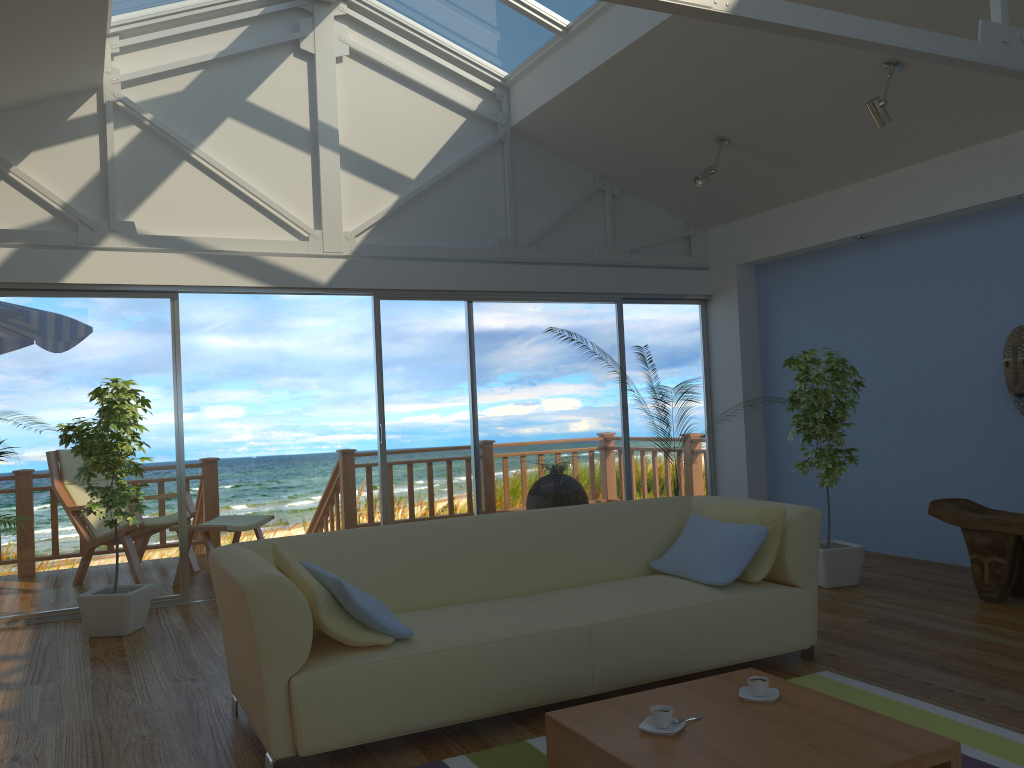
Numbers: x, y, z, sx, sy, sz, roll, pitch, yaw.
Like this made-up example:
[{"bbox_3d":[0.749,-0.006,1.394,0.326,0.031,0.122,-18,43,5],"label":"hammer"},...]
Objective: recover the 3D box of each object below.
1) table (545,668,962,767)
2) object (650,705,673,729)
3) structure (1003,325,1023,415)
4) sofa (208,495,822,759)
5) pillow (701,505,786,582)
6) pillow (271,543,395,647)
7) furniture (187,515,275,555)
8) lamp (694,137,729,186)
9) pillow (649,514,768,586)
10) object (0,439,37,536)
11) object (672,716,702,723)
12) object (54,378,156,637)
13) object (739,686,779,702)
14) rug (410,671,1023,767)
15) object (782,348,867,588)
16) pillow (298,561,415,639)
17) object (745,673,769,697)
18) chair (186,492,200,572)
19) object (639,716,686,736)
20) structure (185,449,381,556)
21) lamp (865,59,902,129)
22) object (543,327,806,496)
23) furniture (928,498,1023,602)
[{"bbox_3d":[0.636,1.058,2.483,0.800,0.198,0.800,-2,-2,-26],"label":"table"},{"bbox_3d":[0.423,0.940,2.505,0.062,0.049,0.078,-3,-2,10],"label":"object"},{"bbox_3d":[2.966,-0.074,5.170,0.115,0.541,0.254,-2,-2,-26],"label":"structure"},{"bbox_3d":[0.082,0.870,3.653,2.448,0.597,0.950,-2,-2,-26],"label":"sofa"},{"bbox_3d":[0.957,0.682,3.928,0.201,0.311,0.559,-2,-2,-26],"label":"pillow"},{"bbox_3d":[-0.650,0.736,3.148,0.275,0.312,0.571,-2,-2,-29],"label":"pillow"},{"bbox_3d":[-2.060,1.187,6.356,0.449,0.427,0.619,-3,-2,19],"label":"furniture"},{"bbox_3d":[1.345,-1.498,5.998,0.254,0.327,0.118,-2,-2,-9],"label":"lamp"},{"bbox_3d":[0.841,0.723,3.882,0.272,0.244,0.566,-2,-2,-24],"label":"pillow"},{"bbox_3d":[-3.043,0.840,4.127,1.413,1.093,1.488,-1,-2,-44],"label":"object"},{"bbox_3d":[0.501,0.956,2.535,0.119,0.021,0.025,-2,-2,-35],"label":"object"},{"bbox_3d":[-2.172,0.662,4.902,0.699,1.409,0.495,-4,-2,37],"label":"object"},{"bbox_3d":[0.758,0.954,2.721,0.118,0.016,0.118,-3,-2,19],"label":"object"},{"bbox_3d":[0.633,1.167,2.493,2.100,0.018,1.400,-2,-2,-26],"label":"rug"},{"bbox_3d":[1.874,0.482,5.247,0.495,1.409,0.699,-3,-2,17],"label":"object"},{"bbox_3d":[-0.566,0.771,3.197,0.272,0.244,0.566,-2,-2,-29],"label":"pillow"},{"bbox_3d":[0.761,0.917,2.729,0.062,0.077,0.086,-4,-2,34],"label":"object"},{"bbox_3d":[-2.922,0.959,6.655,0.859,0.982,0.632,-3,-2,19],"label":"chair"},{"bbox_3d":[0.423,0.964,2.496,0.118,0.016,0.118,-4,-2,30],"label":"object"},{"bbox_3d":[-2.075,1.505,7.971,6.950,2.064,4.086,-2,-2,-26],"label":"structure"},{"bbox_3d":[1.987,-1.550,4.750,0.195,0.351,0.127,-2,-2,-8],"label":"lamp"},{"bbox_3d":[1.238,0.395,6.238,1.706,1.695,1.563,-2,-2,-35],"label":"object"},{"bbox_3d":[2.673,0.878,4.551,0.329,0.507,1.100,-2,-2,-26],"label":"furniture"}]
